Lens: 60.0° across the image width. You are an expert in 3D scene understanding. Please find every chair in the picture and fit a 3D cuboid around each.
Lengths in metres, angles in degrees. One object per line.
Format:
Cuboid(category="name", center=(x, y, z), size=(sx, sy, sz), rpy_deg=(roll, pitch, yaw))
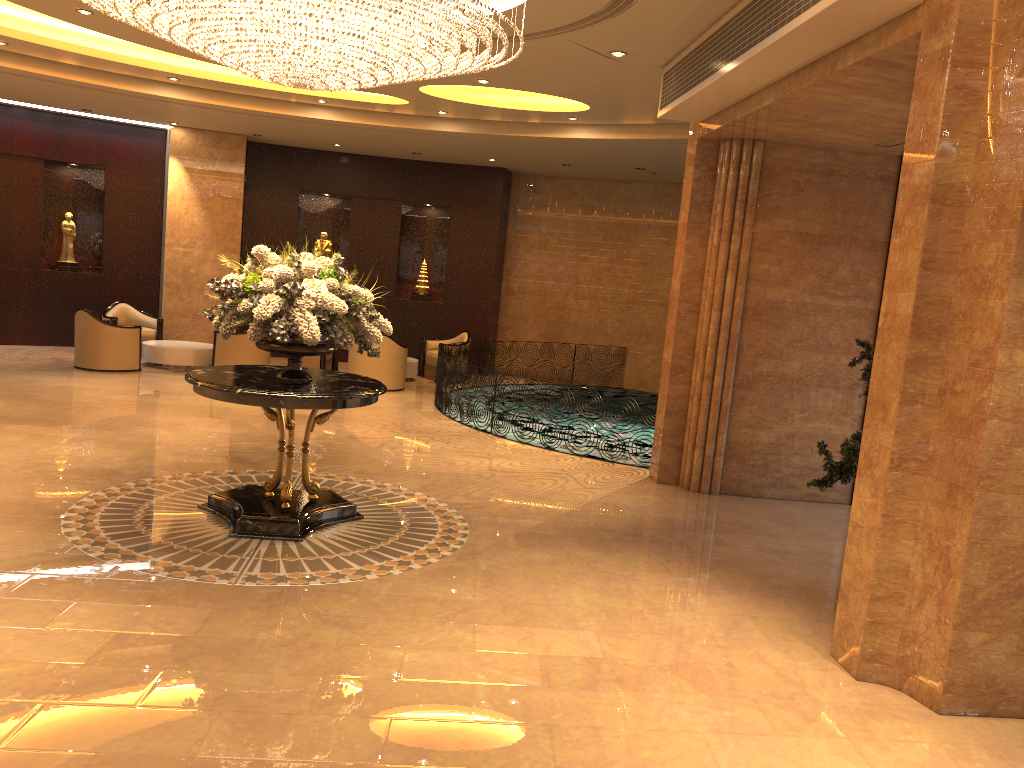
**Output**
Cuboid(category="chair", center=(-6.526, -0.925, 15.139), size=(0.951, 0.916, 0.769), rpy_deg=(-2, 10, -45))
Cuboid(category="chair", center=(-3.433, -0.643, 15.252), size=(0.769, 0.916, 0.951), rpy_deg=(6, 7, 4))
Cuboid(category="chair", center=(-4.292, -0.607, 14.319), size=(0.769, 0.916, 0.951), rpy_deg=(7, 7, 9))
Cuboid(category="chair", center=(-2.147, -0.388, 14.210), size=(0.951, 0.916, 0.769), rpy_deg=(4, 7, -11))
Cuboid(category="chair", center=(-1.175, -0.529, 16.059), size=(0.769, 0.916, 0.951), rpy_deg=(1, 8, -30))
Cuboid(category="chair", center=(-6.221, -0.690, 13.509), size=(0.951, 0.916, 0.769), rpy_deg=(9, 8, 29))

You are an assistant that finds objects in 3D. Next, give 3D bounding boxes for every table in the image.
Cuboid(category="table", center=(-2.257, -0.287, 15.569), size=(1.196, 0.354, 1.196), rpy_deg=(8, 8, 22))
Cuboid(category="table", center=(-5.458, -0.474, 14.622), size=(1.196, 0.354, 1.196), rpy_deg=(8, 8, 21))
Cuboid(category="table", center=(-1.751, 0.491, 6.827), size=(1.493, 1.089, 1.493), rpy_deg=(4, 7, -12))

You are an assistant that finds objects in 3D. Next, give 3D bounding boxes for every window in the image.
Cuboid(category="window", center=(3.847, -0.251, 7.236), size=(0.047, 3.571, 3.515), rpy_deg=(5, 7, -6))

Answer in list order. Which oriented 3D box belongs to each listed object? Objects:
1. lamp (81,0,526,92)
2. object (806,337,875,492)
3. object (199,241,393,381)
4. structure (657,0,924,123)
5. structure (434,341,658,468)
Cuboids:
Cuboid(category="lamp", center=(-1.496, -2.762, 6.409), size=(3.206, 1.196, 3.204), rpy_deg=(10, 8, 31))
Cuboid(category="object", center=(2.844, 0.359, 6.273), size=(1.250, 2.363, 0.843), rpy_deg=(2, 8, -25))
Cuboid(category="object", center=(-1.631, -0.534, 6.669), size=(1.277, 0.999, 1.318), rpy_deg=(9, 8, 25))
Cuboid(category="structure", center=(1.852, -2.582, 6.754), size=(0.425, 0.483, 4.113), rpy_deg=(5, 7, -6))
Cuboid(category="structure", center=(0.773, 0.063, 14.024), size=(3.815, 0.995, 7.624), rpy_deg=(7, 7, 13))
